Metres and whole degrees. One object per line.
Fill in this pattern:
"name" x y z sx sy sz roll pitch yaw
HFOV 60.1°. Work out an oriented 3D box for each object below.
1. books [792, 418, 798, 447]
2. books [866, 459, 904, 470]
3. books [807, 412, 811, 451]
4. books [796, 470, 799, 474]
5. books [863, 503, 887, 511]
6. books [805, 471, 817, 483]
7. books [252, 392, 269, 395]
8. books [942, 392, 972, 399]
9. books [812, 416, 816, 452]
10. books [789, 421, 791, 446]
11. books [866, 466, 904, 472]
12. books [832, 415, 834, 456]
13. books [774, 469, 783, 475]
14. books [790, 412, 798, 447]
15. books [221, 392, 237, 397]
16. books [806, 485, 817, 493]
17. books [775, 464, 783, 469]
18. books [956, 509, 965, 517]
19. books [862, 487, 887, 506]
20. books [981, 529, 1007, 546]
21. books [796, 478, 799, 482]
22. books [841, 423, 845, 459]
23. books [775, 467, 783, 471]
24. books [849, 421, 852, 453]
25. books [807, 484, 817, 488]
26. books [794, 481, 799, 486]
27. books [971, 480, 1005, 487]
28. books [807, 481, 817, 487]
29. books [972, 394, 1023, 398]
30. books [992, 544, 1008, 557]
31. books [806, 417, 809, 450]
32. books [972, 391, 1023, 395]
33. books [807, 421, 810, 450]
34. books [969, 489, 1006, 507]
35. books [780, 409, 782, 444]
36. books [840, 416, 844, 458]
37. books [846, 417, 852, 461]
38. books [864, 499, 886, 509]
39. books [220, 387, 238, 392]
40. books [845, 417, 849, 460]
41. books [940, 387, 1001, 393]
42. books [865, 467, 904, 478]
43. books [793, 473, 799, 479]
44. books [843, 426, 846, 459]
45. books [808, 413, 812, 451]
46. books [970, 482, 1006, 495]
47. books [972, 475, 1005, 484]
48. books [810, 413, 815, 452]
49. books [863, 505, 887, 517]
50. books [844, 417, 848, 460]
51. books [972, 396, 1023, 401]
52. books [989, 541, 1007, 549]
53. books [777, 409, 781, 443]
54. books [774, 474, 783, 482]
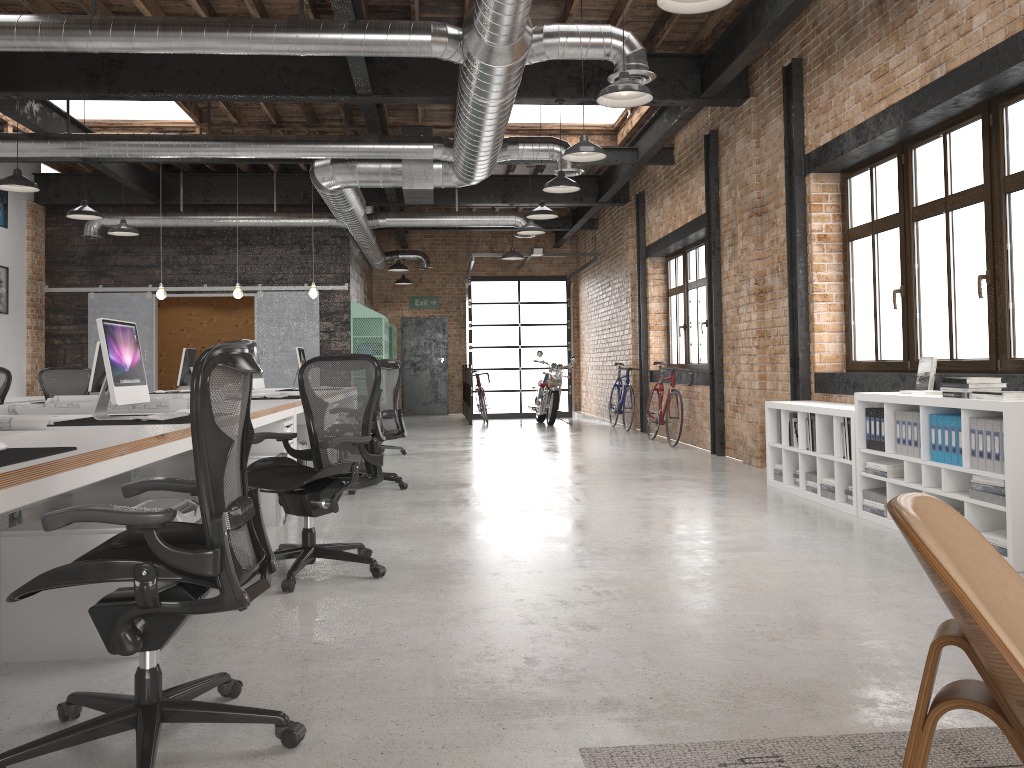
"books" 2.285 0.384 6.875 0.197 0.240 0.058 -1 -2 0
"books" 2.361 0.496 5.492 0.214 0.046 0.251 -1 1 -5
"books" 2.326 0.332 6.561 0.258 0.355 0.049 -1 -2 0
"books" 2.314 0.671 6.758 0.199 0.055 0.239 -1 1 -4
"books" 2.361 0.754 5.536 0.219 0.034 0.259 -1 1 -5
"books" 2.307 0.682 6.470 0.217 0.078 0.291 -1 1 -5
"books" -2.576 0.093 8.790 0.243 0.019 0.205 0 1 32
"books" 2.454 0.057 4.716 0.191 0.032 0.258 -1 1 -3
"books" 2.315 0.370 6.473 0.221 0.283 0.061 -1 -2 0
"books" 2.303 0.325 6.945 0.271 0.355 0.063 -1 -2 0
"books" 2.362 0.514 5.496 0.219 0.034 0.259 -1 1 -5
"books" 2.361 0.342 6.138 0.259 0.351 0.065 -1 -2 0
"books" 2.248 0.696 7.081 0.207 0.067 0.275 -1 1 -5
"books" 2.286 0.362 6.911 0.221 0.283 0.061 -1 -2 0
"books" -2.525 0.091 8.027 0.200 0.050 0.271 -1 1 -8
"books" 2.302 0.763 6.461 0.207 0.061 0.274 -1 1 -5
"books" 2.251 0.652 7.071 0.214 0.052 0.252 -1 1 -5
"books" 2.480 0.707 4.783 0.199 0.055 0.239 -1 1 -4
"books" 2.363 0.700 5.552 0.217 0.078 0.291 -1 1 -5
"books" 2.479 0.757 4.375 0.214 0.046 0.251 -1 1 -5
"books" 2.294 0.732 6.767 0.164 0.047 0.239 -1 1 -4
"books" 2.324 0.390 5.982 0.182 0.262 0.056 -1 -2 0
"books" 2.251 0.670 7.075 0.219 0.039 0.260 -1 1 -5
"books" 2.351 0.382 5.850 0.221 0.283 0.061 -1 -2 0
"books" 2.305 0.737 6.454 0.219 0.034 0.259 -1 1 -5
"books" 2.301 0.761 6.780 0.184 0.050 0.261 -1 1 -4
"books" 2.456 0.479 4.388 0.219 0.039 0.260 -1 1 -5
"books" 2.305 0.719 6.450 0.214 0.046 0.251 -1 1 -5
"books" 2.474 0.058 4.448 0.187 0.014 0.248 -1 1 -7
"books" 2.477 0.801 4.386 0.207 0.061 0.274 -1 1 -5
"books" 2.288 0.378 6.605 0.182 0.262 0.056 -1 -2 0
"books" 2.481 0.045 4.447 0.202 0.012 0.251 -1 1 -4
"books" 2.283 0.390 6.574 0.162 0.240 0.054 -1 -2 0
"books" 2.459 0.556 4.401 0.217 0.072 0.289 -1 1 -5
"books" 2.293 0.332 7.137 0.249 0.333 0.060 -1 -2 0
"books" 2.366 0.367 6.022 0.259 0.305 0.040 -1 -2 0
"books" 2.368 0.345 5.884 0.271 0.355 0.063 -1 -2 0
"books" 2.361 0.736 5.532 0.214 0.046 0.251 -1 1 -5
"books" -2.505 0.043 8.046 0.193 0.044 0.257 -1 1 12
"books" 2.366 0.346 5.914 0.259 0.353 0.070 -1 -2 0
"books" 2.446 0.030 4.725 0.191 0.023 0.242 -1 1 -7
"books" 2.358 0.540 5.503 0.207 0.061 0.274 -1 1 -5
"books" 2.317 0.704 6.782 0.222 0.055 0.282 -1 1 -4
"books" 2.319 0.402 5.951 0.162 0.240 0.054 -1 -2 0
"books" 2.330 0.334 6.537 0.259 0.353 0.070 -1 -2 0
"books" 2.453 0.505 4.394 0.207 0.067 0.275 -1 1 -5
"books" 2.455 0.461 4.384 0.214 0.052 0.252 -1 1 -5
"books" 2.332 0.334 6.507 0.271 0.355 0.063 -1 -2 0
"books" 2.358 0.780 5.543 0.207 0.061 0.274 -1 1 -5
"books" 2.362 0.344 5.937 0.258 0.355 0.049 -1 -2 0
"books" 2.473 0.072 4.443 0.187 0.014 0.253 -1 1 -5
"books" 2.480 0.775 4.379 0.219 0.034 0.259 -1 1 -5
"books" 2.296 0.322 7.199 0.259 0.351 0.065 -1 -2 0
"books" 2.255 0.747 7.088 0.217 0.072 0.289 -1 1 -5
